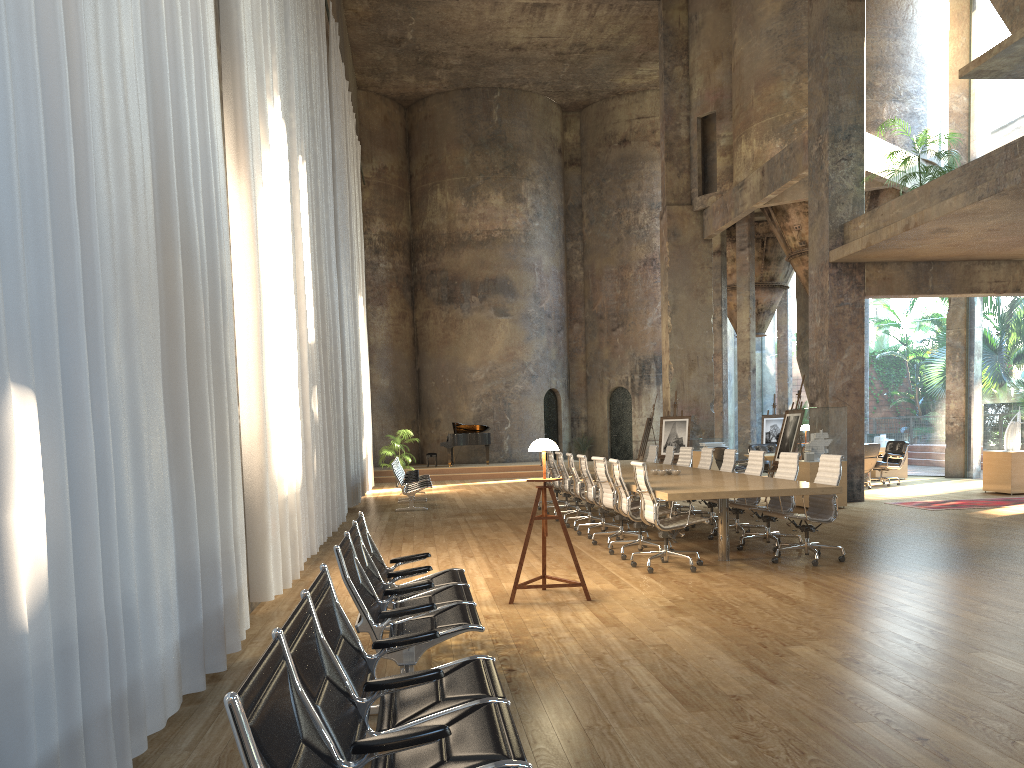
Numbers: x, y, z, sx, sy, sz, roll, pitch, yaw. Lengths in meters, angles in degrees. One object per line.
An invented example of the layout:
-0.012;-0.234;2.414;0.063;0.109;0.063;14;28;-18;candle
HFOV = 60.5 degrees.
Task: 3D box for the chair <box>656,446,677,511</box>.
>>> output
2.245;1.499;13.865;0.699;1.034;0.661;-2;2;2;chair

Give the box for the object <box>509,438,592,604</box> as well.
0.354;1.077;6.987;0.571;1.308;0.653;0;4;27;object

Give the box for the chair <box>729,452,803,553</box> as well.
2.730;1.254;9.417;0.699;1.033;0.661;-2;2;-3;chair

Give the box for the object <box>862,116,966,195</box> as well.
6.205;-3.093;13.447;1.401;1.823;1.348;-2;2;0;object

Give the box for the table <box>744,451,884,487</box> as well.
6.007;1.733;17.582;2.408;0.705;1.100;-2;-1;-6;table

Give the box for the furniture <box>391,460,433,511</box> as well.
-1.837;1.844;16.261;0.708;0.847;1.864;-2;-2;-6;furniture

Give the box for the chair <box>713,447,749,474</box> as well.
4.458;1.679;17.425;0.820;0.900;0.726;-2;2;-10;chair

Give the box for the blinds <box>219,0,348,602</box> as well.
-2.431;-2.423;10.365;0.275;8.709;7.787;-2;1;-5;blinds

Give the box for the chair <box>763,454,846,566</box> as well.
2.830;1.202;8.476;0.699;1.034;0.661;-2;2;0;chair

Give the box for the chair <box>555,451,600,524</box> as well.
0.961;1.482;12.739;0.699;1.034;0.661;-2;2;-1;chair

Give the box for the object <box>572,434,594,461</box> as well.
2.350;2.118;28.679;0.912;0.998;0.902;-2;1;5;object

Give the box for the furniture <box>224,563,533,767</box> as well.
-0.324;1.099;2.768;0.708;0.847;1.864;-2;-2;-6;furniture

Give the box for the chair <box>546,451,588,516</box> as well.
0.861;1.532;13.649;0.699;1.033;0.661;-2;2;-3;chair

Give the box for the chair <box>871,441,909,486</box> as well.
7.485;1.599;17.726;0.820;0.900;0.726;-2;2;-12;chair

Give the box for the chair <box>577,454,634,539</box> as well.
1.152;1.385;10.975;0.699;1.034;0.661;-2;2;-1;chair

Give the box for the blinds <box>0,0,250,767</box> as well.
-1.502;-2.897;1.767;0.275;8.710;7.788;-2;1;-7;blinds

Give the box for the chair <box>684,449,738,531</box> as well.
2.531;1.354;11.218;0.699;1.034;0.661;-2;2;2;chair

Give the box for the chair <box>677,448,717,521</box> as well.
2.440;1.402;12.091;0.699;1.034;0.661;-2;2;-1;chair

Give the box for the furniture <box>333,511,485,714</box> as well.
-0.580;1.229;5.136;0.708;0.847;1.864;-2;-2;-6;furniture

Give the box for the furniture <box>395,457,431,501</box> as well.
-2.093;1.974;18.629;0.708;0.847;1.864;-2;-2;-6;furniture

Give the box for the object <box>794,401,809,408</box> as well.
7.515;0.871;22.848;0.688;0.947;0.854;-1;1;15;object

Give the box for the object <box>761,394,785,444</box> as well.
7.165;1.331;23.972;0.702;2.164;0.678;0;4;23;object

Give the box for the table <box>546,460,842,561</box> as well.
1.756;1.529;11.608;1.600;0.763;7.685;-2;-3;-6;table

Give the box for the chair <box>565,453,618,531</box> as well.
1.060;1.433;11.848;0.699;1.034;0.661;-2;2;2;chair

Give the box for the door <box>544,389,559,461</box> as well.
1.199;1.294;28.076;0.091;2.315;0.896;2;6;42;door

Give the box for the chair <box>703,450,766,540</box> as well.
2.630;1.304;10.327;0.699;1.034;0.661;-2;2;-1;chair

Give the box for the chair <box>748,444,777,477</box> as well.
5.322;1.695;18.267;0.729;0.899;0.817;-2;1;1;chair

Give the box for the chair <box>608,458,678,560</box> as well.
1.355;1.287;9.202;0.699;1.034;0.661;-2;2;2;chair

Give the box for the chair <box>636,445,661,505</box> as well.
2.117;1.548;14.718;0.699;1.034;0.661;-2;2;-1;chair

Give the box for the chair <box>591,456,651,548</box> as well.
1.263;1.334;10.051;0.698;1.033;0.661;-2;2;-7;chair

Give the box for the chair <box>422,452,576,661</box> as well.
3.589;1.513;14.825;12.943;1.038;31.385;-2;-3;-6;chair

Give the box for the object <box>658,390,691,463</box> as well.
3.626;1.214;19.528;0.701;2.164;0.678;0;4;26;object

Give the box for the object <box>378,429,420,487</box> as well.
-2.836;1.870;22.063;1.090;1.468;1.124;-2;2;-15;object

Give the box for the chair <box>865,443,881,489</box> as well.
6.584;1.587;16.943;0.727;0.899;0.819;-3;2;-32;chair

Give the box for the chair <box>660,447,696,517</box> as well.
2.345;1.452;13.017;0.698;1.033;0.661;-2;2;-7;chair

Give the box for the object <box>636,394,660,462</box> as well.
3.318;1.320;21.390;0.685;2.164;0.695;0;4;20;object

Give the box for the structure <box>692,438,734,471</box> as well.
4.663;1.764;20.381;0.743;1.022;0.731;-2;2;-6;structure

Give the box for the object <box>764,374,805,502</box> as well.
4.629;0.924;14.541;0.684;2.164;0.695;-2;4;-7;object

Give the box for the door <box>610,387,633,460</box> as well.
3.555;1.400;28.326;0.902;2.653;0.110;1;5;36;door

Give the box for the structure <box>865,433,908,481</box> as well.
8.199;1.602;19.435;0.734;1.022;0.739;-2;2;-6;structure

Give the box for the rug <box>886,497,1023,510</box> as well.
7.213;1.828;13.491;2.461;0.009;1.341;-2;-3;-6;rug

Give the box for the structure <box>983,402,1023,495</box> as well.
8.556;1.096;14.999;0.594;1.560;0.737;-2;3;-6;structure

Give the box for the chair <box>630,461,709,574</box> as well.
1.476;1.239;8.348;0.699;1.034;0.661;-2;2;-1;chair

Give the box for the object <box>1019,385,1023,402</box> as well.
9.116;0.440;15.486;0.687;0.947;0.855;-2;1;-15;object

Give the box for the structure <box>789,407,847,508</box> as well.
4.754;1.148;13.682;0.594;1.560;0.737;-2;3;-6;structure

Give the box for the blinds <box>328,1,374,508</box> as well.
-3.356;-1.951;18.936;0.275;8.709;7.787;-2;1;-5;blinds
